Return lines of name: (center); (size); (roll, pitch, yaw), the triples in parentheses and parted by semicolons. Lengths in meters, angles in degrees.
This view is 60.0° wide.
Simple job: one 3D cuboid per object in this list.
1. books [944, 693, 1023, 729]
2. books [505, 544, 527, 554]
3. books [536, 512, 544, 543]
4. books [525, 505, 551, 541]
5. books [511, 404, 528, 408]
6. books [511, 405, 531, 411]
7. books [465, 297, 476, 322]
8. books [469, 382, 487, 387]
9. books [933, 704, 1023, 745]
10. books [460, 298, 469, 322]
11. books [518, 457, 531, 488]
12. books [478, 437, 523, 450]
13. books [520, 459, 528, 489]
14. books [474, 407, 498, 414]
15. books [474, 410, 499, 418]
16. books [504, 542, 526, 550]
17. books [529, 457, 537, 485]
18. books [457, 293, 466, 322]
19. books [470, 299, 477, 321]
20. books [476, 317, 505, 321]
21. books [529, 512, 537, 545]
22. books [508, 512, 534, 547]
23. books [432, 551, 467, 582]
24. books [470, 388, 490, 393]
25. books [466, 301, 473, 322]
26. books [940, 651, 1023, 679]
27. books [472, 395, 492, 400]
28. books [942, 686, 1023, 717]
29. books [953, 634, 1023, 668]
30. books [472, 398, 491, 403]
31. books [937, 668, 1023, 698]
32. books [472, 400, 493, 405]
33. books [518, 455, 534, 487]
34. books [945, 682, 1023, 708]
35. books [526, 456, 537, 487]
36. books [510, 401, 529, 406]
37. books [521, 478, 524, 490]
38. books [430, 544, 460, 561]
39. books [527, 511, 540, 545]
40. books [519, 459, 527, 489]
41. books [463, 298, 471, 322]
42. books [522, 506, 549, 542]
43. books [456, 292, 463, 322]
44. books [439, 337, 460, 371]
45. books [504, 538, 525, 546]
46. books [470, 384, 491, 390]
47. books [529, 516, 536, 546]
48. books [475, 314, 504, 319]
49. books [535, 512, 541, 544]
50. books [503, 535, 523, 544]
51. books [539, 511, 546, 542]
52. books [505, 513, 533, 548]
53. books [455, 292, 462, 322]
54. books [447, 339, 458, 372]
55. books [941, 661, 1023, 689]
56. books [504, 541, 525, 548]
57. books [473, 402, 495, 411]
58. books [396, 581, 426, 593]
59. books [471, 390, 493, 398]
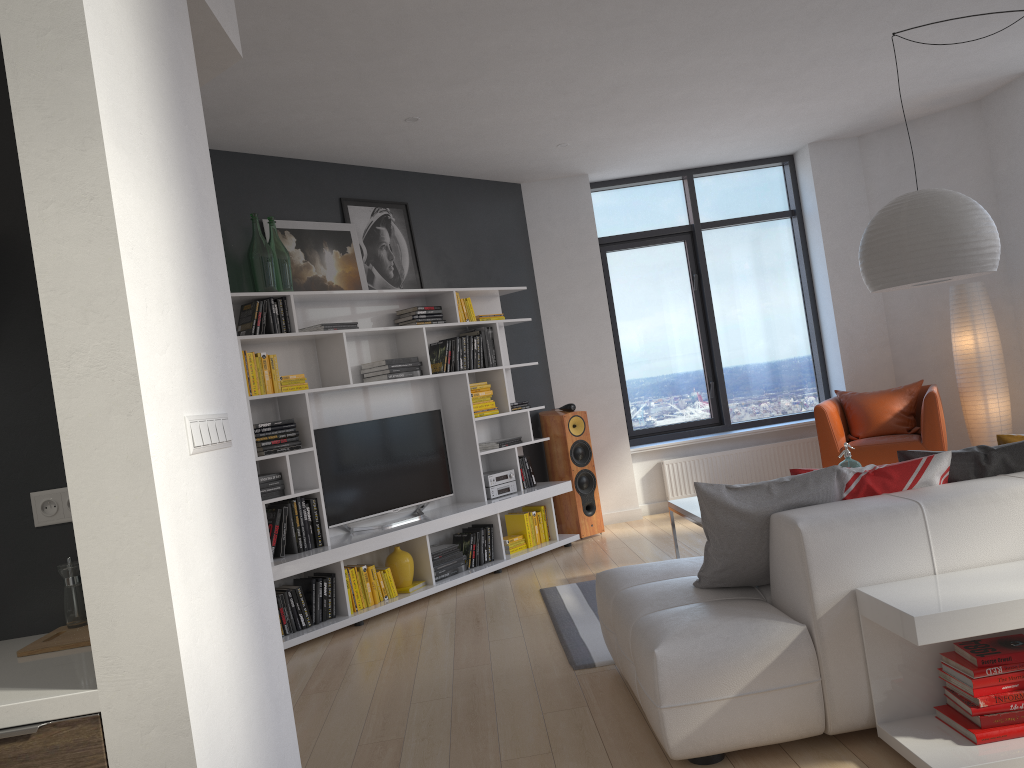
books: (1.455, 0.943, 2.614); (0.259, 0.034, 0.206); (-9, 0, 0)
books: (-0.006, 1.226, 6.583); (0.147, 0.033, 0.190); (-9, -1, 42)
books: (0.154, 1.100, 6.788); (0.172, 0.234, 0.024); (-9, -1, 42)
books: (0.192, 1.077, 6.861); (0.213, 0.270, 0.025); (-9, -1, 42)
books: (0.011, 0.176, 6.882); (0.142, 0.015, 0.198); (-9, -1, 40)
books: (0.016, 0.195, 6.881); (0.213, 0.023, 0.161); (-8, -1, -45)
books: (-0.348, -0.540, 6.586); (0.141, 0.184, 0.064); (-9, -1, 43)
books: (-0.322, 0.014, 6.668); (0.223, 0.023, 0.163); (-8, -1, -44)
books: (1.444, 0.978, 2.604); (0.301, 0.032, 0.227); (-9, 0, -3)
books: (-0.392, -0.532, 6.542); (0.132, 0.180, 0.054); (-9, -1, 42)
books: (0.051, 0.689, 6.843); (0.169, 0.242, 0.050); (-9, -1, 41)
books: (-0.108, 0.455, 6.766); (0.250, 0.047, 0.310); (-9, 0, 37)
books: (0.031, 0.696, 6.832); (0.170, 0.236, 0.049); (-9, -1, 42)
books: (-0.269, 0.208, 6.640); (0.203, 0.024, 0.257); (-9, -1, 45)
books: (-0.257, 0.232, 6.636); (0.257, 0.028, 0.194); (-8, -1, -43)
books: (-0.012, 1.204, 6.586); (0.148, 0.011, 0.196); (-9, -1, 42)
books: (0.086, 0.689, 6.936); (0.179, 0.233, 0.077); (-9, -1, 42)
books: (-0.432, -0.548, 6.534); (0.164, 0.224, 0.054); (-9, -1, 41)
books: (-0.339, -0.542, 6.608); (0.142, 0.184, 0.044); (-9, -1, 43)
books: (-0.213, -0.480, 6.786); (0.257, 0.028, 0.194); (-8, -1, -43)
books: (0.097, 1.100, 6.730); (0.180, 0.251, 0.019); (-9, -1, 42)
books: (0.068, 1.100, 6.703); (0.199, 0.263, 0.015); (-9, -1, 42)
books: (-0.517, 1.247, 6.071); (0.277, 0.137, 0.343); (-9, 0, 37)
books: (-0.300, 0.058, 6.656); (0.227, 0.022, 0.160); (-8, 0, -33)
books: (-0.351, -0.528, 6.558); (0.108, 0.161, 0.046); (-9, -1, 41)
books: (1.432, 0.811, 2.616); (0.254, 0.025, 0.178); (-9, 0, -4)
books: (-0.295, 0.112, 6.652); (0.171, 0.019, 0.239); (-9, -1, 42)
books: (1.441, 0.915, 2.605); (0.266, 0.026, 0.187); (-9, 0, 2)
books: (1.436, 0.783, 2.607); (0.206, 0.029, 0.152); (-9, 0, 3)
books: (-0.287, 0.131, 6.632); (0.217, 0.023, 0.145); (-8, -1, -44)
books: (1.438, 0.864, 2.629); (0.261, 0.028, 0.191); (-9, 0, -3)
books: (-0.293, 0.149, 6.652); (0.251, 0.014, 0.189); (-8, -1, -45)
books: (0.061, 0.683, 6.872); (0.193, 0.255, 0.066); (-9, -1, 41)
books: (1.447, 0.888, 2.613); (0.257, 0.025, 0.182); (-9, 0, -3)
books: (0.087, 0.684, 6.889); (0.177, 0.242, 0.066); (-9, -1, 42)
books: (-0.001, 0.159, 6.894); (0.213, 0.023, 0.161); (-8, -1, -45)
books: (-0.016, 0.686, 6.797); (0.202, 0.268, 0.053); (-9, -1, 42)
books: (-0.551, 1.159, 6.081); (0.250, 0.047, 0.310); (-9, 0, 37)
books: (0.116, 1.098, 6.749); (0.185, 0.250, 0.035); (-9, -1, 42)
books: (0.010, 0.698, 6.818); (0.189, 0.240, 0.053); (-9, -1, 42)
books: (-0.373, -0.534, 6.552); (0.128, 0.178, 0.044); (-9, -1, 42)
books: (0.181, 1.079, 6.835); (0.204, 0.270, 0.029); (-9, -1, 42)
books: (-0.446, -0.547, 6.505); (0.163, 0.224, 0.041); (-9, -1, 40)
books: (-0.458, -0.205, 6.474); (0.192, 0.254, 0.075); (-9, -1, 41)
books: (-0.013, 1.174, 6.584); (0.134, 0.014, 0.187); (-9, -1, 42)
books: (-0.296, 0.034, 6.659); (0.223, 0.023, 0.163); (-8, -1, -44)
books: (0.098, 1.113, 6.702); (0.156, 0.229, 0.024); (-9, -1, 42)
books: (-0.225, -0.504, 6.790); (0.203, 0.024, 0.257); (-9, -1, 45)
books: (0.135, 1.101, 6.772); (0.169, 0.239, 0.023); (-9, -1, 42)
books: (-0.028, 1.156, 6.590); (0.138, 0.026, 0.186); (-9, -1, 42)
books: (0.169, 1.098, 6.810); (0.172, 0.234, 0.024); (-9, -1, 42)
books: (0.050, 1.105, 6.678); (0.198, 0.255, 0.044); (-9, -1, 42)
books: (-0.447, -0.548, 6.476); (0.161, 0.229, 0.041); (-9, -1, 41)
books: (-0.453, -0.198, 6.440); (0.172, 0.242, 0.069); (-9, -1, 43)
books: (1.438, 0.836, 2.613); (0.269, 0.028, 0.179); (-9, 0, -2)
books: (-0.003, 1.188, 6.569); (0.113, 0.018, 0.169); (-9, -1, 43)
books: (-0.277, 0.176, 6.644); (0.189, 0.042, 0.243); (-9, -1, 42)
books: (-0.727, 1.332, 5.801); (0.270, 0.029, 0.204); (-9, 0, 27)
books: (-0.290, 0.085, 6.659); (0.239, 0.033, 0.176); (-8, -1, -45)
